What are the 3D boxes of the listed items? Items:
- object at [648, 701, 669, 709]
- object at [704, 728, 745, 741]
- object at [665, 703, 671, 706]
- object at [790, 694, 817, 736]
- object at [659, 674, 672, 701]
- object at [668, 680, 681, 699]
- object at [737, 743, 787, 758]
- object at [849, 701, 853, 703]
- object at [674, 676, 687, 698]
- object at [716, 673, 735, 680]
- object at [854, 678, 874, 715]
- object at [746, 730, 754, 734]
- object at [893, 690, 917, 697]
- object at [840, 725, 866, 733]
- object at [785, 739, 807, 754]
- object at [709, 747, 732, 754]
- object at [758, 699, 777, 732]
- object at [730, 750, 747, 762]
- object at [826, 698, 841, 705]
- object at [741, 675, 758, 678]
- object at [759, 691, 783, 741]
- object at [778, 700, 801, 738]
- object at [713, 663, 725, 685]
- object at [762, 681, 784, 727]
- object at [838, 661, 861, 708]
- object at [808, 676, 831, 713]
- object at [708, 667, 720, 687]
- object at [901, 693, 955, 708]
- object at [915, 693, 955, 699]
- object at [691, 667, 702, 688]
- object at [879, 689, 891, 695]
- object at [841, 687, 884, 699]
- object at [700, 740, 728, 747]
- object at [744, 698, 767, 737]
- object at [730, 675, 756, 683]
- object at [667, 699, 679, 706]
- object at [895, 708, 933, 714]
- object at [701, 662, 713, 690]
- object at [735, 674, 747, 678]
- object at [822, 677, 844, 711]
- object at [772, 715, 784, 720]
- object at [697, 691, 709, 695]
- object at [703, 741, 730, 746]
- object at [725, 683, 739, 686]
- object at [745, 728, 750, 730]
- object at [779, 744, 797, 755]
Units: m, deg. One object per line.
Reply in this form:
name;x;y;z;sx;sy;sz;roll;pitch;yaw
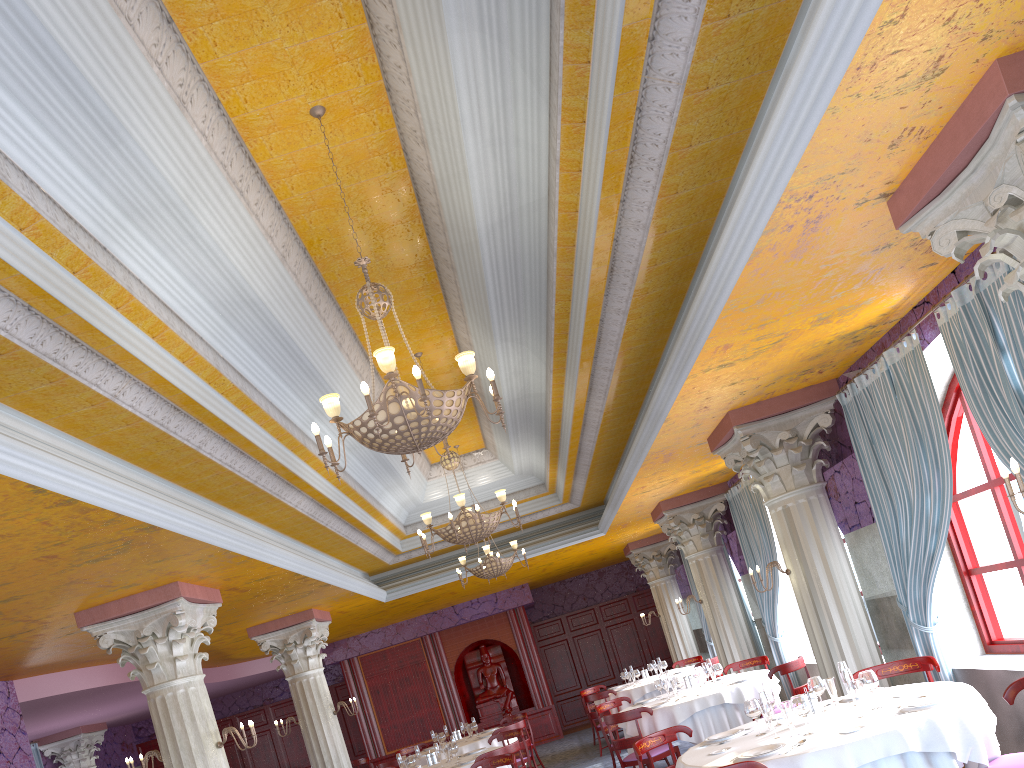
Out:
object;1.753;3.885;10.340;0.313;0.023;0.327;-17;-17;-1
object;1.608;2.661;6.472;0.313;0.023;0.327;-17;-17;-1
object;1.891;3.821;10.239;0.249;0.003;0.023;2;-25;-45
object;1.897;2.155;5.573;0.125;0.258;0.123;-19;-6;13
object;1.912;3.796;10.709;0.075;0.327;0.074;-18;-4;13
object;2.016;3.786;10.619;0.089;0.232;0.085;-19;-6;24
object;1.575;2.316;5.389;0.323;0.023;0.318;-23;-18;18
object;2.530;2.329;6.292;0.029;0.010;0.147;-3;-22;-41
object;2.076;3.723;10.524;0.119;0.258;0.129;-13;-7;-32
object;2.824;3.909;11.406;0.313;0.023;0.327;-17;-17;-1
object;2.325;2.074;5.680;0.084;0.232;0.090;-15;-5;-21
object;1.764;2.581;6.351;0.136;0.010;0.031;-1;-23;-42
object;2.737;2.158;5.958;0.163;0.009;0.161;-23;-18;18
object;2.097;2.125;5.265;0.158;0.009;0.166;-17;-17;-1
object;1.736;2.228;5.263;0.252;0.019;0.058;-2;-22;-40
object;1.444;2.538;5.921;0.163;0.009;0.161;-23;-18;18
object;1.834;2.385;6.176;0.084;0.232;0.090;-15;-5;-21
object;1.472;2.402;5.536;0.228;0.013;0.029;1;-23;-45
object;2.485;2.433;6.581;0.252;0.019;0.058;-2;-22;-40
object;2.915;3.584;10.493;0.053;0.019;0.273;-4;-22;-39
object;1.734;2.228;5.758;0.077;0.327;0.072;-20;-5;35
object;1.837;2.218;5.668;0.084;0.232;0.090;-15;-5;-21
object;2.592;3.624;10.699;0.119;0.258;0.129;-13;-7;-32
object;1.905;2.345;6.274;0.077;0.327;0.072;-20;-5;35
object;2.397;2.140;6.104;0.077;0.327;0.072;-20;-5;35
object;2.254;2.279;6.284;0.121;0.258;0.127;-16;-6;-10
object;2.503;3.642;10.631;0.084;0.232;0.090;-15;-5;-21
object;2.611;1.996;5.372;0.323;0.023;0.318;-23;-18;18
object;2.736;2.016;5.542;0.053;0.019;0.273;-4;-22;-39
object;2.433;3.848;11.235;0.121;0.258;0.127;-16;-6;-10
object;2.751;2.266;6.307;0.228;0.013;0.029;1;-23;-45
object;2.645;2.340;6.455;0.313;0.023;0.327;-17;-17;-1
object;1.485;2.645;6.301;0.053;0.019;0.273;-4;-22;-39
object;1.738;2.379;6.109;0.125;0.258;0.123;-19;-6;13
object;2.790;3.564;10.323;0.313;0.023;0.327;-17;-17;-1
object;1.915;3.797;10.214;0.252;0.019;0.058;-2;-22;-40
object;2.471;2.008;5.261;0.027;0.013;0.247;-3;-22;-43
object;2.404;3.591;10.539;0.077;0.327;0.072;-20;-5;35
object;2.916;3.726;10.909;0.155;0.009;0.169;-2;-23;-39
object;2.322;2.241;6.188;0.089;0.232;0.085;-19;-6;24
object;2.083;2.571;6.614;0.163;0.009;0.161;-23;-18;18
object;2.276;3.693;10.216;0.168;0.009;0.157;-31;-22;37
object;1.513;2.655;6.329;0.022;0.003;0.269;0;-24;-43
object;2.649;3.577;10.212;0.027;0.013;0.247;-3;-22;-43
object;1.753;2.659;6.582;0.027;0.013;0.247;-3;-22;-43
object;1.712;2.253;5.288;0.249;0.003;0.023;2;-25;-45
